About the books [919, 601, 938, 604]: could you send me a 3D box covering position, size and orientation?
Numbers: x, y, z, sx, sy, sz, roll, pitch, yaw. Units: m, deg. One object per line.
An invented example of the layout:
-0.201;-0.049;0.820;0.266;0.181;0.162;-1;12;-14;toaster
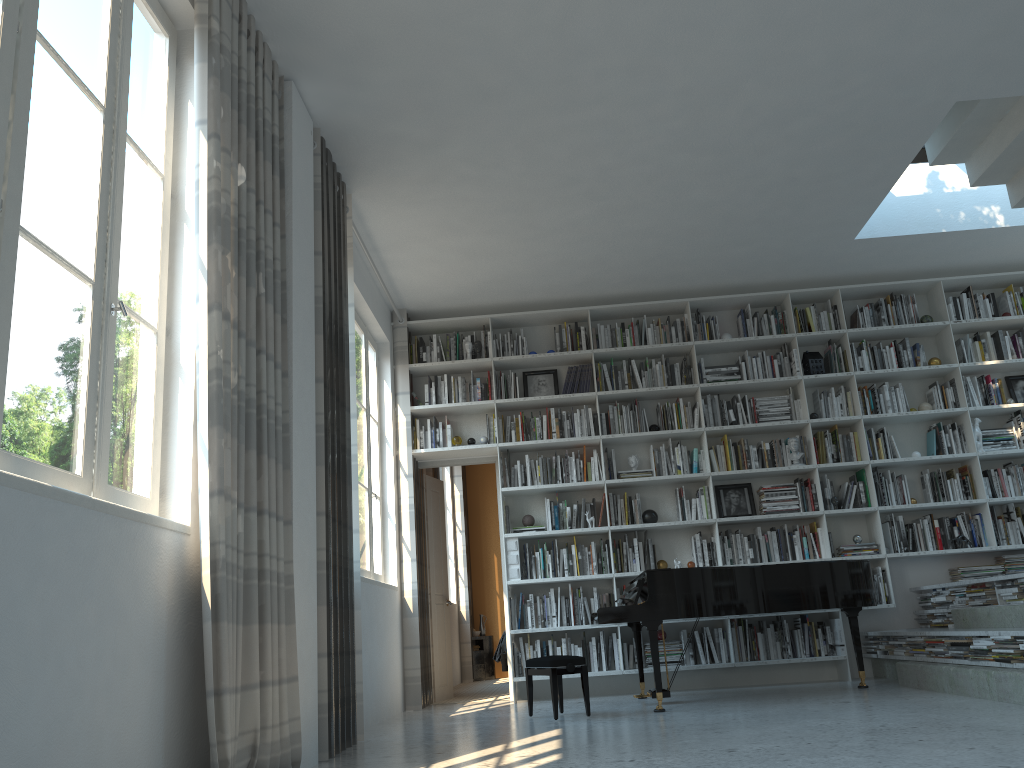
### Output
3.285;1.685;6.859;0.179;0.012;0.262;-5;-16;2;books

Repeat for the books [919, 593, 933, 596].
3.285;1.625;6.875;0.159;0.011;0.247;-4;-16;-1;books

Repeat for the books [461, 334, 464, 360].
-0.417;-0.274;7.661;0.013;0.274;0.159;-4;-16;2;books

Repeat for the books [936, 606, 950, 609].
3.274;1.650;6.566;0.173;0.016;0.234;-4;-16;1;books

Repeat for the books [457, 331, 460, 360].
-0.463;-0.289;7.672;0.029;0.313;0.129;-4;-15;2;books

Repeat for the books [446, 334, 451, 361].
-0.541;-0.271;7.656;0.039;0.282;0.182;-4;-16;2;books

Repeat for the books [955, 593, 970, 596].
3.263;1.493;6.293;0.144;0.013;0.221;-5;-16;5;books

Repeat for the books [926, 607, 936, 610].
3.307;1.729;6.846;0.134;0.014;0.182;-4;-16;-1;books

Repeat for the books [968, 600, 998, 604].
3.236;1.470;6.001;0.178;0.014;0.248;-4;-16;0;books

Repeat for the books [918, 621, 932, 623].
3.265;1.835;6.855;0.170;0.012;0.215;-5;-16;2;books

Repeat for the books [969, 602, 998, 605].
3.230;1.483;5.998;0.182;0.011;0.254;-6;-16;6;books

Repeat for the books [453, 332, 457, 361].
-0.484;-0.285;7.661;0.014;0.303;0.146;-4;-15;2;books

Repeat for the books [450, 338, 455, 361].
-0.504;-0.257;7.669;0.030;0.257;0.130;-4;-15;2;books

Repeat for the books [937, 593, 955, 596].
3.274;1.564;6.590;0.143;0.012;0.264;-6;-16;7;books

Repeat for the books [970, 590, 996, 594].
3.236;1.408;6.018;0.161;0.012;0.255;-6;-16;6;books

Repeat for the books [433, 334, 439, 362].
-0.651;-0.263;7.660;0.028;0.282;0.190;-4;-16;2;books

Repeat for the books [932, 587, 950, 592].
3.260;1.525;6.601;0.171;0.020;0.194;-3;-16;-3;books

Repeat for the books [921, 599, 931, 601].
3.299;1.666;6.863;0.145;0.008;0.298;-4;-16;1;books

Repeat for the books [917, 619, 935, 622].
3.267;1.823;6.858;0.159;0.012;0.279;-4;-16;1;books

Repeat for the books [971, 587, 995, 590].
3.254;1.386;6.023;0.128;0.013;0.297;-4;-16;0;books

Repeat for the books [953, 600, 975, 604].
3.254;1.541;6.280;0.164;0.023;0.242;-6;-16;6;books

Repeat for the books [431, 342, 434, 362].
-0.674;-0.231;7.663;0.024;0.226;0.158;-4;-16;2;books

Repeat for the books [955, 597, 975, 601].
3.264;1.520;6.285;0.154;0.018;0.221;-4;-16;1;books

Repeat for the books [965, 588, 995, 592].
3.229;1.398;6.021;0.187;0.009;0.262;-4;-16;1;books

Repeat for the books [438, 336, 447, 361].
-0.589;-0.262;7.640;0.057;0.262;0.191;-4;-16;2;books

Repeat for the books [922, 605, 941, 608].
3.292;1.715;6.850;0.163;0.017;0.233;-5;-16;4;books

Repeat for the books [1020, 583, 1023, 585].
3.194;1.187;5.308;0.171;0.007;0.261;-4;-16;0;books

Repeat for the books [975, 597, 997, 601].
3.257;1.454;6.004;0.138;0.017;0.238;-4;-16;1;books

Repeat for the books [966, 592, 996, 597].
3.234;1.422;6.014;0.179;0.017;0.294;-5;-16;3;books

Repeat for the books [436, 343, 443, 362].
-0.620;-0.231;7.640;0.030;0.205;0.176;-4;-16;2;books

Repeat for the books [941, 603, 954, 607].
3.291;1.630;6.571;0.131;0.021;0.241;-5;-16;4;books

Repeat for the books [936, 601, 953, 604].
3.277;1.617;6.575;0.152;0.009;0.260;-4;-16;-1;books

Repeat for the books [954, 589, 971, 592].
3.259;1.463;6.301;0.149;0.013;0.220;-5;-16;5;books

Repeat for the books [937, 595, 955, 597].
3.268;1.573;6.587;0.171;0.007;0.207;-5;-16;4;books

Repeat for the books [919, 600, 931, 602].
3.292;1.675;6.861;0.156;0.009;0.288;-4;-16;0;books

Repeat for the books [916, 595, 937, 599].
3.276;1.646;6.870;0.171;0.015;0.253;-3;-16;-3;books

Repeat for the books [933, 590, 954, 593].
3.273;1.537;6.597;0.159;0.007;0.286;-4;-16;1;books

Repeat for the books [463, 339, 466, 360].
-0.399;-0.253;7.653;0.021;0.225;0.157;-4;-16;2;books

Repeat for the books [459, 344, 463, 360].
-0.433;-0.233;7.644;0.024;0.187;0.160;-4;-16;2;books

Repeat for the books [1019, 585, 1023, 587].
3.193;1.196;5.305;0.168;0.013;0.282;-4;-16;-1;books

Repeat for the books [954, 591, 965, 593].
3.260;1.474;6.298;0.160;0.010;0.180;-5;-16;2;books

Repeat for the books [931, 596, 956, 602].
3.258;1.592;6.583;0.189;0.029;0.238;-4;-16;-1;books

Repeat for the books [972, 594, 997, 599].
3.244;1.438;6.009;0.159;0.018;0.203;-4;-16;0;books

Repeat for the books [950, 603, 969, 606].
3.247;1.558;6.276;0.190;0.012;0.236;-4;-16;0;books

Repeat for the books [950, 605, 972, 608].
3.252;1.569;6.272;0.183;0.012;0.297;-4;-16;1;books

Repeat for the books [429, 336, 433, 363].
-0.693;-0.258;7.663;0.010;0.280;0.161;-4;-15;2;books

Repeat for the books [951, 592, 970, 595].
3.255;1.483;6.296;0.167;0.008;0.235;-4;-16;1;books

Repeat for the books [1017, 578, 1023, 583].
3.178;1.166;5.314;0.189;0.022;0.238;-6;-16;7;books

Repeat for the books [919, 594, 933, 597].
3.286;1.634;6.873;0.167;0.008;0.235;-4;-16;1;books

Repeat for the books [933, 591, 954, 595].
3.272;1.549;6.594;0.163;0.018;0.290;-4;-16;1;books

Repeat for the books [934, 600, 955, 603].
3.273;1.609;6.577;0.163;0.008;0.295;-4;-16;0;books

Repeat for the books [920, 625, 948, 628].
3.269;1.868;6.846;0.163;0.019;0.188;-4;-16;1;books

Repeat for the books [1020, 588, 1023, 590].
3.192;1.212;5.301;0.187;0.009;0.251;-5;-16;2;books

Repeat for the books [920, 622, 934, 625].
3.277;1.847;6.852;0.147;0.014;0.293;-5;-16;2;books

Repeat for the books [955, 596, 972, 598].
3.267;1.505;6.289;0.150;0.013;0.216;-5;-16;2;books

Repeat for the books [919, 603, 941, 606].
3.282;1.699;6.855;0.175;0.017;0.266;-5;-16;5;books

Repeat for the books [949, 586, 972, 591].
3.246;1.451;6.305;0.165;0.015;0.243;-3;-16;-3;books

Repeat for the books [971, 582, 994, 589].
3.242;1.367;6.029;0.139;0.028;0.262;-6;-16;7;books
